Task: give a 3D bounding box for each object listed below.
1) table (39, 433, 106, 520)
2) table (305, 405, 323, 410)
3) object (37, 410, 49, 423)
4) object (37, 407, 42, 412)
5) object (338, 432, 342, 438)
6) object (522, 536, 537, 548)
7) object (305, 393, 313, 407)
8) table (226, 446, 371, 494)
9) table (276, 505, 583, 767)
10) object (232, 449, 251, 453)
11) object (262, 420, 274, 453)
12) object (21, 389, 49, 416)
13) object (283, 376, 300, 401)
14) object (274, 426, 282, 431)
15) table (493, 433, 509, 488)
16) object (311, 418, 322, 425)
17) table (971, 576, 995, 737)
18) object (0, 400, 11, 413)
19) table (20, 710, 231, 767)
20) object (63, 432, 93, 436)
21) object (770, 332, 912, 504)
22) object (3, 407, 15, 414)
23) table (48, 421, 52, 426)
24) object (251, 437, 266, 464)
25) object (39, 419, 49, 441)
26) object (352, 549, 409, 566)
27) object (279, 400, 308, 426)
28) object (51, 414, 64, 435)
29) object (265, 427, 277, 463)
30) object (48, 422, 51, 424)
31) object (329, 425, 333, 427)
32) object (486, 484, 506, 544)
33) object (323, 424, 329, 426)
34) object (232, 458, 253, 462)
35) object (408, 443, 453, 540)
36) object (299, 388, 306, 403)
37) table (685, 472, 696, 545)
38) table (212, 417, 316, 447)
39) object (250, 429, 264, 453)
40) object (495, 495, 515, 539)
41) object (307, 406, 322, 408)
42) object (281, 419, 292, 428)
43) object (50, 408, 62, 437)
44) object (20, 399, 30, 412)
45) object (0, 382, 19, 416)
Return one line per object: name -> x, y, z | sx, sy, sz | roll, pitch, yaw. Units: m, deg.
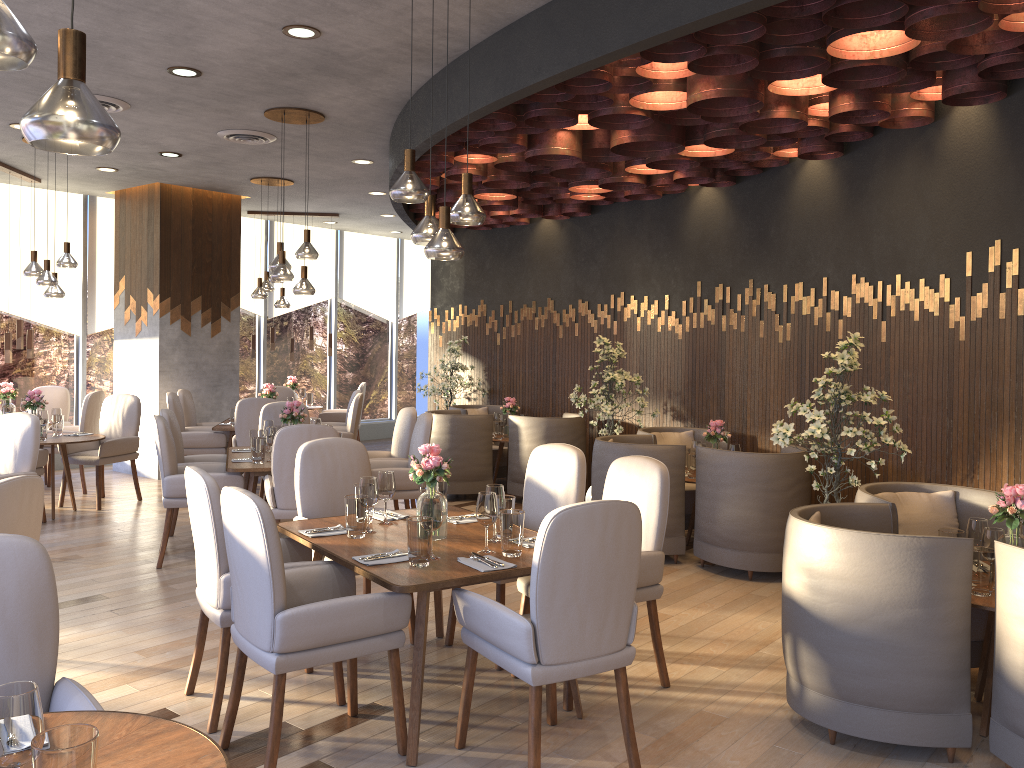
table -> -3.944, 0.792, 7.595 | 0.834, 0.662, 0.834 | 1, 2, 14
table -> -2.901, 0.633, 11.607 | 0.834, 0.662, 0.834 | 2, 2, 30
object -> -3.953, 0.345, 7.468 | 0.092, 0.244, 0.092 | 1, 1, 33
object -> -4.809, 0.300, 8.973 | 0.102, 0.178, 0.102 | 2, 1, 42
object -> -1.307, 0.450, 6.550 | 0.102, 0.178, 0.102 | 1, 1, 0
object -> 0.090, 0.669, 3.784 | 0.255, 0.019, 0.157 | -1, 3, -33
object -> -2.688, 0.209, 11.749 | 0.102, 0.178, 0.102 | 1, 1, 24
table -> -1.628, 0.865, 6.617 | 0.964, 0.665, 1.308 | 0, 2, -17
table -> -0.361, 1.001, 3.861 | 0.964, 0.665, 1.308 | 0, 2, -34
object -> -2.026, 0.508, 6.830 | 0.255, 0.019, 0.157 | 0, 3, -18
object -> -1.866, 0.400, 6.782 | 0.092, 0.244, 0.092 | 1, 1, 2
object -> -4.090, 0.252, 7.584 | 0.210, 0.415, 0.198 | 1, 1, -3
object -> -2.844, 0.101, 11.483 | 0.210, 0.415, 0.198 | 1, 1, 17
object -> -1.853, 0.423, 7.007 | 0.102, 0.178, 0.102 | 1, 1, -4
table -> -0.024, 0.829, 9.167 | 0.834, 0.561, 0.834 | 2, 2, 32
object -> -1.549, 0.394, 7.007 | 0.092, 0.244, 0.092 | 1, 1, 26
table -> 2.037, 1.098, 3.603 | 0.834, 0.561, 0.834 | 0, 2, -12
object -> -4.962, 0.278, 8.689 | 0.092, 0.244, 0.092 | 1, 1, 13
table -> -0.950, 1.093, 1.607 | 0.834, 0.662, 0.834 | 2, 2, 41
object -> -3.847, 0.443, 7.836 | 0.157, 0.019, 0.255 | 1, 3, 15
object -> 1.886, 0.500, 5.167 | 0.746, 1.616, 0.789 | 1, 1, 16
object -> -4.888, 0.315, 8.610 | 0.102, 0.178, 0.102 | 1, 1, 20
table -> -5.027, 0.724, 8.830 | 0.834, 0.662, 0.834 | 0, 2, -30
object -> -1.758, 0.461, 6.147 | 0.102, 0.178, 0.102 | 1, 1, -2
object -> -3.911, 0.382, 7.368 | 0.102, 0.178, 0.102 | 1, 1, 20
object -> -0.484, 0.674, 3.474 | 0.255, 0.019, 0.157 | -1, 3, -35
object -> -1.637, 0.328, 6.609 | 0.210, 0.415, 0.198 | 1, 1, -3
object -> -4.013, 0.361, 7.827 | 0.102, 0.178, 0.102 | 1, 1, 31
object -> -1.694, 0.426, 6.235 | 0.092, 0.244, 0.092 | 0, 1, -38
object -> -4.749, 0.388, 8.819 | 0.255, 0.019, 0.157 | 1, 2, -4
object -> -1.485, 0.424, 7.095 | 0.102, 0.178, 0.102 | 2, 1, 40
object -> -0.074, 0.554, 3.785 | 0.092, 0.244, 0.092 | 1, 1, 9
object -> -1.372, 0.420, 6.462 | 0.092, 0.244, 0.092 | 1, 1, 31
object -> -1.855, 0.534, 6.284 | 0.255, 0.019, 0.157 | 0, 3, -18
object -> -0.357, 0.464, 3.870 | 0.210, 0.415, 0.198 | 0, 1, -38
object -> -2.759, 0.179, 11.666 | 0.092, 0.244, 0.092 | 1, 1, 30
table -> 1.499, 0.960, 6.618 | 0.834, 0.561, 0.834 | 1, 2, -8
table -> -2.551, 0.737, 9.288 | 0.964, 0.665, 1.308 | 0, 2, -10
object -> -1.929, 0.435, 6.693 | 0.102, 0.178, 0.102 | 1, 1, -2
object -> -0.038, 0.583, 3.889 | 0.102, 0.178, 0.102 | 0, 1, -17
object -> -2.607, 0.297, 11.605 | 0.255, 0.019, 0.157 | 0, 3, -12
object -> -1.761, 0.394, 6.947 | 0.092, 0.244, 0.092 | 1, 1, 5
object -> -3.971, 0.333, 7.725 | 0.092, 0.244, 0.092 | 1, 1, -5
object -> -4.891, 0.270, 8.901 | 0.092, 0.244, 0.092 | 1, 1, -2
object -> -5.038, 0.185, 8.848 | 0.210, 0.415, 0.198 | 0, 1, -38
